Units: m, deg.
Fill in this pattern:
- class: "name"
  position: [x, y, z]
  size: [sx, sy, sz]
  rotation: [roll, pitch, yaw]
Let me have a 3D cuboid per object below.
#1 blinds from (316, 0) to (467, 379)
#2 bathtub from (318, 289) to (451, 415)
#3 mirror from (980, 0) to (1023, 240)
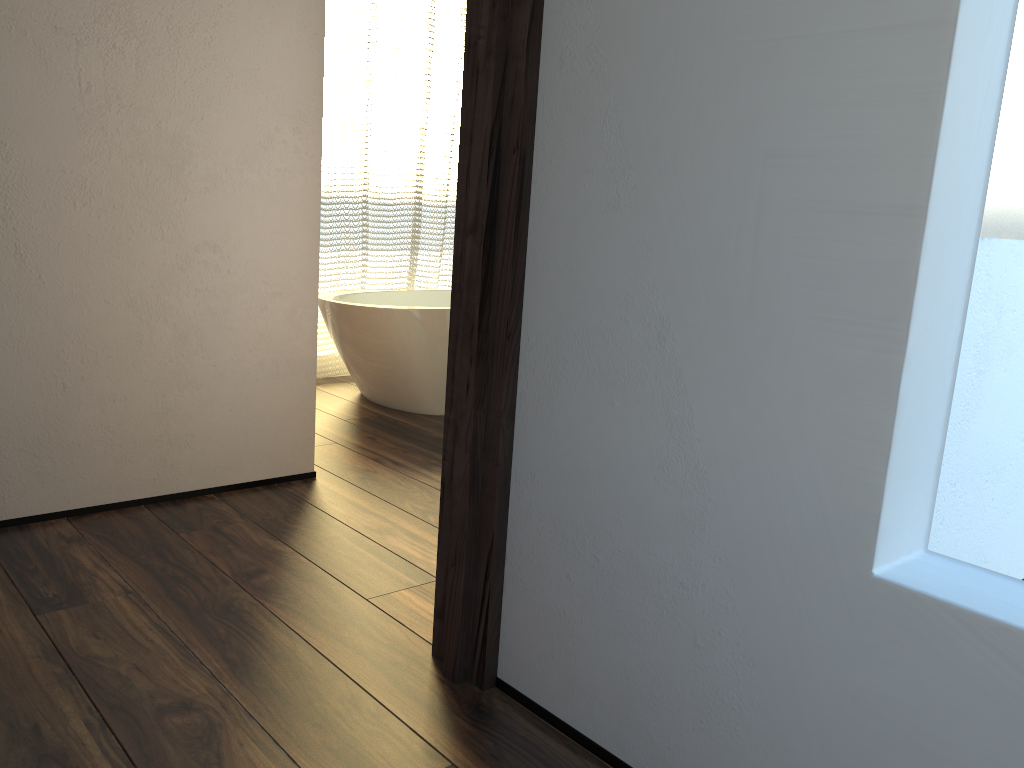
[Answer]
- class: "blinds"
  position: [-0.714, -1.191, 4.429]
  size: [2.074, 2.338, 0.186]
  rotation: [-6, 15, -40]
- class: "bathtub"
  position: [-0.203, -0.183, 4.356]
  size: [1.581, 0.485, 0.783]
  rotation: [-6, 14, -40]
- class: "mirror"
  position: [2.102, -0.973, 2.626]
  size: [3.980, 1.153, 0.018]
  rotation: [-6, 15, -40]
